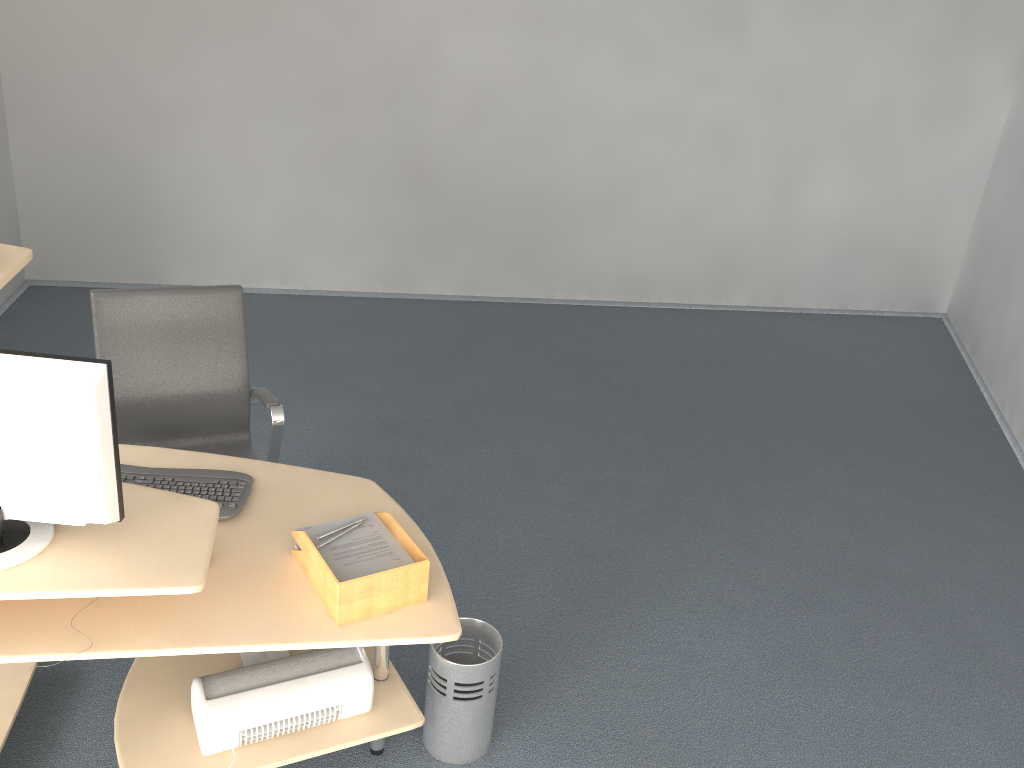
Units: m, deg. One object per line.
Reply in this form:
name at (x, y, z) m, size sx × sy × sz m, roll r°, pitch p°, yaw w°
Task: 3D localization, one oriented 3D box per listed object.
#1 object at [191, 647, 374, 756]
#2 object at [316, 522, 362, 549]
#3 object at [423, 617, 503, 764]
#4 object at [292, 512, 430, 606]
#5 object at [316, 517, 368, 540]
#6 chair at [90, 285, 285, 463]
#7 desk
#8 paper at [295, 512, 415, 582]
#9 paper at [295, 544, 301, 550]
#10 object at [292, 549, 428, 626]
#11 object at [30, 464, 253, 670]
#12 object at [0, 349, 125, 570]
object at (-0.628, 0.763, 2.366) m, size 0.438 × 0.162 × 0.351 m, roll -6°, pitch 26°, yaw -26°
object at (-0.424, 0.371, 2.190) m, size 0.008 × 0.009 × 0.159 m, roll 20°, pitch 27°, yaw 29°
object at (-0.149, 0.907, 2.617) m, size 0.208 × 0.377 × 0.208 m, roll 19°, pitch 27°, yaw 28°
object at (-0.369, 0.392, 2.136) m, size 0.225 × 0.060 × 0.309 m, roll -9°, pitch 28°, yaw -31°
object at (-0.423, 0.359, 2.218) m, size 0.008 × 0.009 × 0.159 m, roll 25°, pitch 30°, yaw 37°
chair at (-1.094, 0.271, 2.974) m, size 0.584 × 1.048 × 0.652 m, roll -5°, pitch 26°, yaw -25°
desk at (-0.912, 0.317, 2.263) m, size 1.469 × 1.566 × 0.967 m, roll 1°, pitch 24°, yaw -12°
paper at (-0.372, 0.407, 2.143) m, size 0.210 × 0.010 × 0.297 m, roll -9°, pitch 28°, yaw -31°
paper at (-0.377, 0.454, 2.164) m, size 0.210 × 0.019 × 0.297 m, roll -9°, pitch 28°, yaw -31°
object at (-0.375, 0.443, 2.158) m, size 0.225 × 0.060 × 0.309 m, roll -9°, pitch 28°, yaw -31°
object at (-0.947, 0.420, 2.171) m, size 0.478 × 0.082 × 0.814 m, roll 4°, pitch 23°, yaw -5°
object at (-1.106, 0.142, 1.816) m, size 0.516 × 0.418 × 0.245 m, roll 10°, pitch 24°, yaw 8°
